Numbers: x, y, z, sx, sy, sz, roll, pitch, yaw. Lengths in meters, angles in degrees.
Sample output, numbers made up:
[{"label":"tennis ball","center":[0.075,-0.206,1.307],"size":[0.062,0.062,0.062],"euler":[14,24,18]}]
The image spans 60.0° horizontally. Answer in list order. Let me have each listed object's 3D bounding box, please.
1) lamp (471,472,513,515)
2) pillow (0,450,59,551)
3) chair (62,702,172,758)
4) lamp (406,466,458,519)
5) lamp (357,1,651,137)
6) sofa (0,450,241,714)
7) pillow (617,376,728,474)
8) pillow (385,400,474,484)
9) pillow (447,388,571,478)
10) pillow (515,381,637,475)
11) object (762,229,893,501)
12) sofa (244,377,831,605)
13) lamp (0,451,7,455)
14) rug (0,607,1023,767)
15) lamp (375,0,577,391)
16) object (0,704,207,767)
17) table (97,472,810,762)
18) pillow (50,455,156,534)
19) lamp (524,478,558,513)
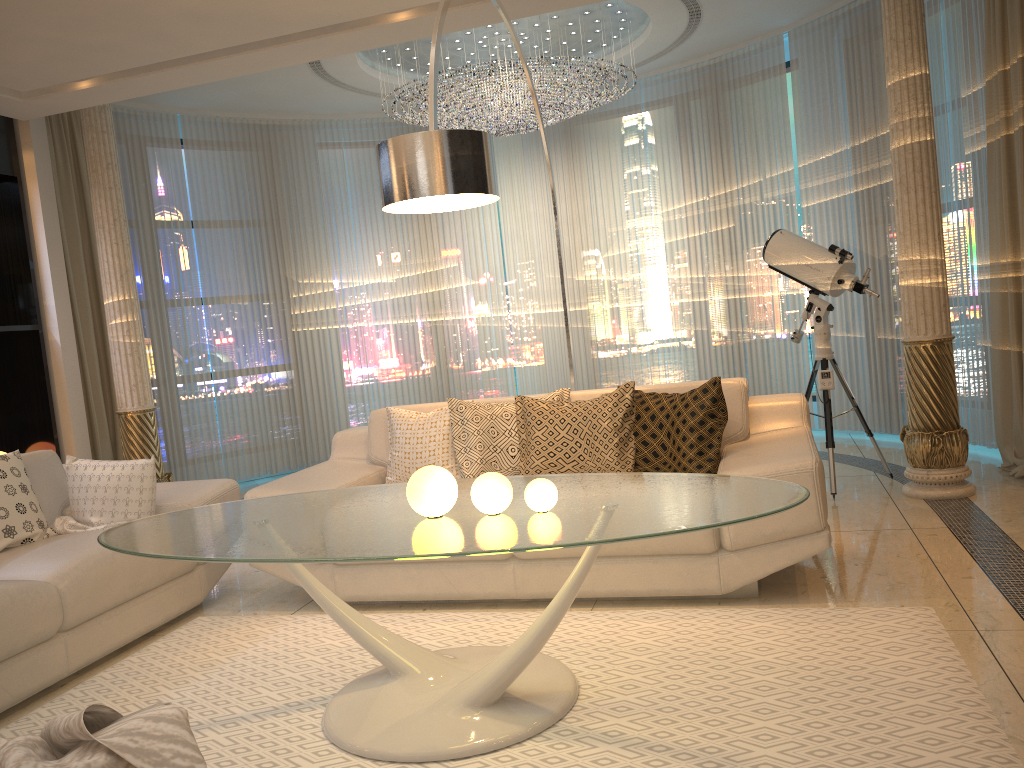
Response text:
[{"label":"lamp","center":[-0.055,0.299,2.429],"size":[0.115,0.115,0.115],"euler":[-3,5,42]},{"label":"pillow","center":[-2.096,0.482,3.598],"size":[0.255,0.399,0.526],"euler":[-5,4,16]},{"label":"chair","center":[-1.133,0.644,1.160],"size":[1.027,0.991,0.983],"euler":[-5,4,15]},{"label":"lamp","center":[-0.222,0.300,2.476],"size":[0.143,0.143,0.143],"euler":[-6,4,1]},{"label":"lamp","center":[-0.027,-2.154,6.397],"size":[2.109,0.685,2.109],"euler":[-8,4,-29]},{"label":"sofa","center":[-2.094,0.730,3.208],"size":[1.145,0.754,2.328],"euler":[-5,4,16]},{"label":"pillow","center":[0.665,0.191,3.722],"size":[0.301,0.436,0.575],"euler":[-10,5,-43]},{"label":"pillow","center":[-0.387,0.284,4.098],"size":[0.463,0.380,0.222],"euler":[-5,4,21]},{"label":"pillow","center":[0.002,0.247,4.016],"size":[0.587,0.429,0.288],"euler":[-7,4,-9]},{"label":"pillow","center":[0.287,0.222,3.857],"size":[0.575,0.436,0.301],"euler":[-5,4,22]},{"label":"object","center":[1.701,-0.145,4.847],"size":[0.616,1.471,0.570],"euler":[-5,4,22]},{"label":"sofa","center":[0.130,0.446,3.910],"size":[2.328,0.754,1.145],"euler":[-5,4,16]},{"label":"lamp","center":[-3.173,0.519,5.458],"size":[0.212,0.214,0.213],"euler":[-8,4,-23]},{"label":"rug","center":[-0.173,0.940,2.607],"size":[2.900,0.020,1.661],"euler":[-5,4,16]},{"label":"lamp","center":[0.009,-0.420,3.744],"size":[0.393,2.519,2.009],"euler":[-5,4,16]},{"label":"object","center":[-0.900,0.818,1.168],"size":[0.972,0.580,1.347],"euler":[-9,5,-37]},{"label":"table","center":[-0.225,0.648,2.603],"size":[2.140,0.565,0.999],"euler":[-5,4,15]},{"label":"pillow","center":[-1.771,0.462,3.807],"size":[0.521,0.325,0.281],"euler":[-4,4,26]},{"label":"lamp","center":[0.079,0.300,2.391],"size":[0.090,0.091,0.090],"euler":[-8,4,-23]}]
